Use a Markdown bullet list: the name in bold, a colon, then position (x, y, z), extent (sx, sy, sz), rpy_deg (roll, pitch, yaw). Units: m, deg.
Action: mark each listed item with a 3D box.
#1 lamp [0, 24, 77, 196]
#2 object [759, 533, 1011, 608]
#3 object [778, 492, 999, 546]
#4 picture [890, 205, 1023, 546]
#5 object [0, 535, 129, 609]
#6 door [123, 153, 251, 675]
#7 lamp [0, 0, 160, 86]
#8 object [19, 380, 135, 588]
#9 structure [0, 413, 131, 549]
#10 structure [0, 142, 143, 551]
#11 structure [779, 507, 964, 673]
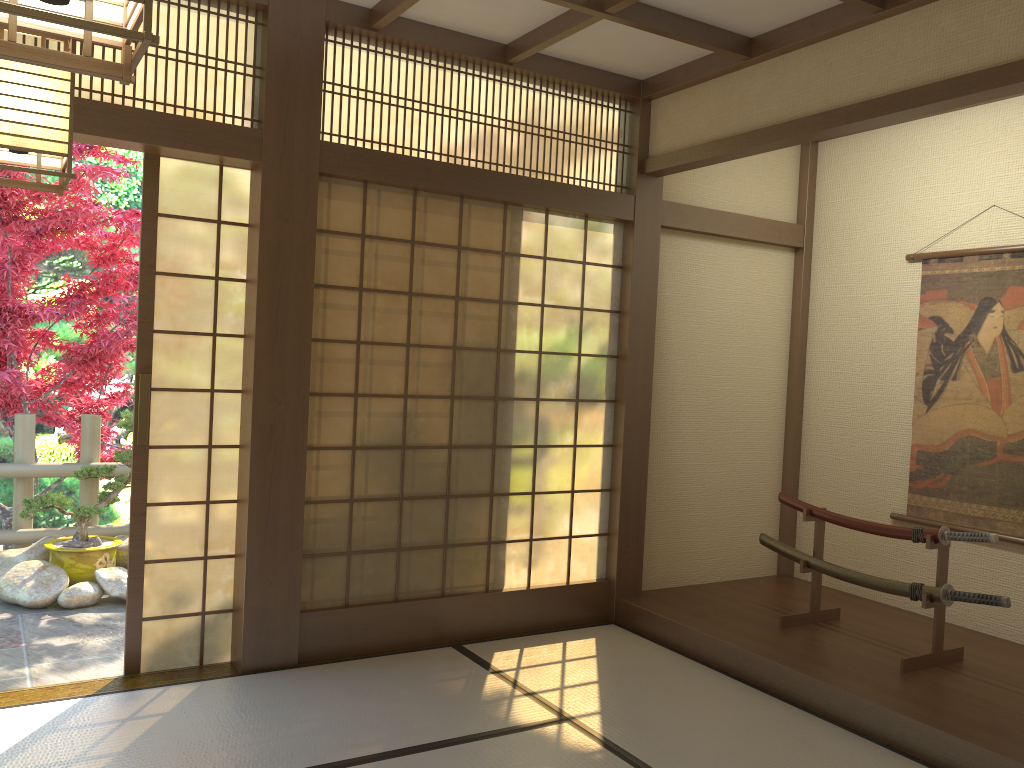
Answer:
- **lamp**: position (-1.195, -1.043, 2.179), extent (0.240, 1.129, 0.240), rpy_deg (2, 2, -31)
- **object**: position (1.720, 0.912, 4.266), extent (0.100, 0.144, 1.369), rpy_deg (2, 2, -30)
- **object**: position (1.743, 0.662, 4.239), extent (0.086, 0.121, 1.186), rpy_deg (2, 2, -30)
- **picture**: position (2.450, -0.070, 4.624), extent (0.038, 1.725, 0.952), rpy_deg (2, 2, -31)
- **object**: position (-2.543, 1.134, 5.552), extent (1.260, 0.276, 1.147), rpy_deg (2, 2, -35)
- **door**: position (-0.796, 0.174, 4.261), extent (1.894, 2.380, 0.073), rpy_deg (2, 2, -31)
- **lamp**: position (-0.595, -0.988, 1.181), extent (0.240, 1.129, 0.240), rpy_deg (2, 2, -31)
- **object**: position (-2.474, 0.584, 5.578), extent (1.032, 1.362, 0.586), rpy_deg (3, 1, -5)
- **structure**: position (-2.850, 0.763, 6.103), extent (7.456, 1.136, 0.245), rpy_deg (2, 2, -31)
- **structure**: position (-3.888, -0.687, 6.368), extent (3.412, 4.004, 3.045), rpy_deg (3, 1, 1)
- **structure**: position (1.744, 0.962, 4.307), extent (0.446, 0.604, 0.712), rpy_deg (2, 2, -31)
